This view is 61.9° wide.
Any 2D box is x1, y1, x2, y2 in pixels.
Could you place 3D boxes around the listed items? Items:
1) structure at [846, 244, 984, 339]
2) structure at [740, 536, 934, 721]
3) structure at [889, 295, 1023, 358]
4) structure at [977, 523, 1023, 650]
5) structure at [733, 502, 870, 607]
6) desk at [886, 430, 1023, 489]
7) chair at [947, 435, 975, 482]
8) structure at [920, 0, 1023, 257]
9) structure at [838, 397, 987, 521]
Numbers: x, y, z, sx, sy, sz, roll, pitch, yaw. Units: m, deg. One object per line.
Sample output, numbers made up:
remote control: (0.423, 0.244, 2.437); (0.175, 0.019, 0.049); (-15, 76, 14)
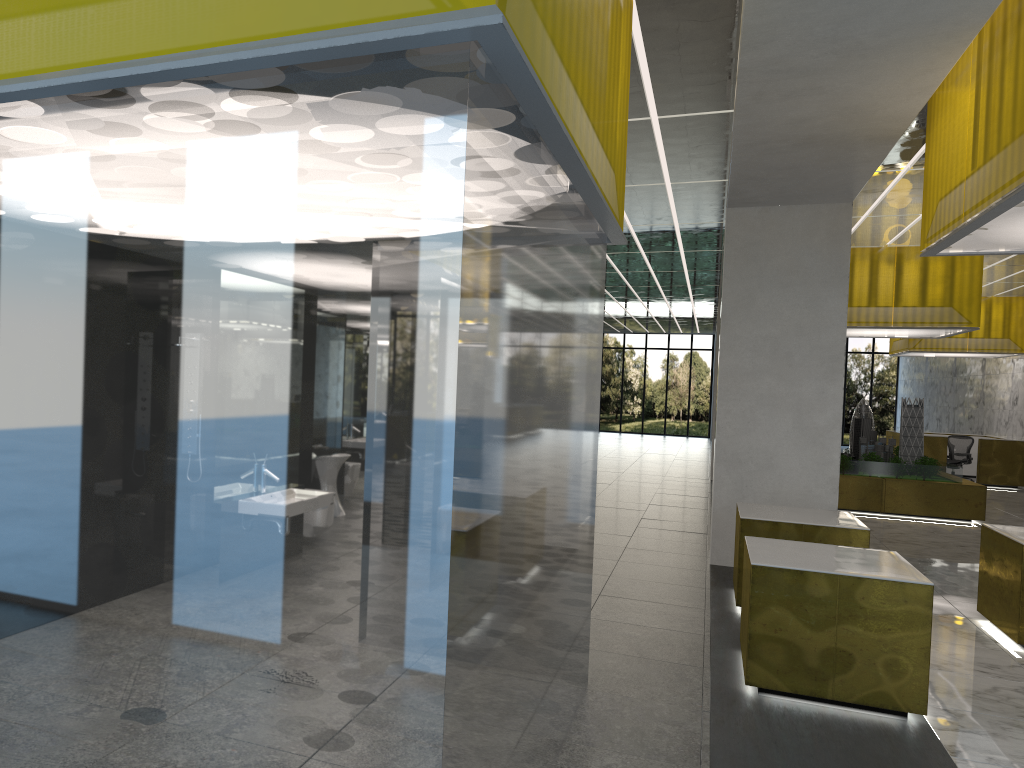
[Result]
structure: (8.633, -2.315, 19.991); (3.342, 2.270, 3.172); (2, 0, 18)
structure: (2.824, 2.144, 7.714); (1.401, 1.174, 1.412); (2, 1, 18)
structure: (14.629, -2.075, 28.149); (3.343, 2.270, 3.048); (2, 0, 19)
structure: (6.090, 2.272, 9.284); (1.401, 1.174, 1.412); (2, 1, 18)
structure: (3.453, 2.171, 10.409); (1.401, 1.174, 1.412); (2, 1, 18)
desk: (14.484, 2.437, 28.223); (3.302, 1.509, 3.407); (2, 0, 18)
chair: (14.575, 2.434, 28.032); (1.195, 1.494, 0.966); (3, 1, 42)
structure: (5.572, -2.448, 6.864); (3.342, 2.270, 3.172); (2, 0, 18)
structure: (8.809, 1.580, 21.277); (3.968, 2.572, 5.041); (2, 0, 17)
